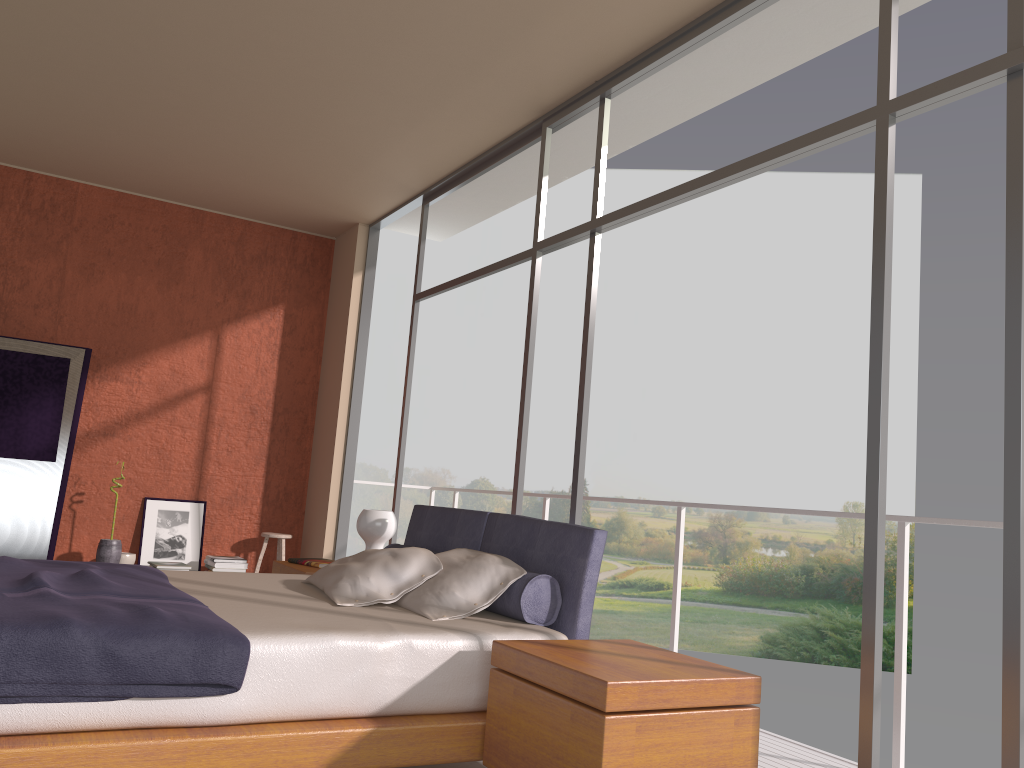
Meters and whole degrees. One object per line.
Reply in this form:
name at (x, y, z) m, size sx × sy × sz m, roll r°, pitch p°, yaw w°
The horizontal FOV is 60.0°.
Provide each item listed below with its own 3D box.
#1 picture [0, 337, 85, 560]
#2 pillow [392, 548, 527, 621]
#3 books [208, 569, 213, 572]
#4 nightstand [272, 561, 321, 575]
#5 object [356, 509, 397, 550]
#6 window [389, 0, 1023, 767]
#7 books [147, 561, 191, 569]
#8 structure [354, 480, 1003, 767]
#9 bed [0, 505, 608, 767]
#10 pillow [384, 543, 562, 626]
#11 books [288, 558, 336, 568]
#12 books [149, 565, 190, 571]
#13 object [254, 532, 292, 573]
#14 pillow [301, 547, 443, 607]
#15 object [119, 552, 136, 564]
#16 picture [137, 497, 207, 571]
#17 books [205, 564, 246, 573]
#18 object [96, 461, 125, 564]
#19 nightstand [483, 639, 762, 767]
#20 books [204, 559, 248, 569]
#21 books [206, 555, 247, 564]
picture at (-3.564, 0.412, 5.903) m, size 1.129 × 1.496 × 0.126 m, roll 9°, pitch -9°, yaw -29°
pillow at (-0.279, 0.805, 3.602) m, size 0.400 × 0.265 × 0.791 m, roll 8°, pitch -8°, yaw -26°
books at (-2.158, 1.414, 6.668) m, size 0.247 × 0.025 × 0.287 m, roll 7°, pitch -8°, yaw -19°
nightstand at (-1.010, 1.313, 4.976) m, size 0.562 × 0.556 × 0.628 m, roll 9°, pitch -9°, yaw -29°
object at (-0.763, 0.874, 4.946) m, size 0.224 × 0.338 × 0.224 m, roll 7°, pitch -8°, yaw -18°
window at (0.748, -0.017, 3.624) m, size 0.075 × 3.133 × 6.106 m, roll 9°, pitch -9°, yaw -29°
books at (-2.518, 1.333, 6.519) m, size 0.247 × 0.018 × 0.328 m, roll 10°, pitch -9°, yaw -32°
structure at (0.916, 1.024, 3.858) m, size 0.728 × 1.005 × 7.689 m, roll 9°, pitch -9°, yaw -29°
bed at (-1.154, 0.898, 3.418) m, size 2.462 × 0.959 × 2.017 m, roll 9°, pitch -9°, yaw -29°
pillow at (-0.243, 0.862, 3.934) m, size 0.205 × 0.201 × 1.470 m, roll 9°, pitch -9°, yaw -29°
books at (-1.096, 1.026, 5.081) m, size 0.287 × 0.025 × 0.247 m, roll -2°, pitch -10°, yaw 41°
books at (-2.516, 1.353, 6.512) m, size 0.247 × 0.025 × 0.287 m, roll 9°, pitch -9°, yaw -27°
object at (-1.869, 1.363, 7.024) m, size 0.260 × 0.349 × 0.257 m, roll 0°, pitch -9°, yaw 29°
pillow at (-0.618, 0.816, 3.819) m, size 0.431 × 0.264 × 0.869 m, roll 8°, pitch -8°, yaw -22°
object at (-2.872, 1.316, 6.529) m, size 0.179 × 0.137 × 0.180 m, roll 7°, pitch -8°, yaw -17°
picture at (-2.608, 1.164, 6.814) m, size 0.458 × 0.550 × 0.117 m, roll 9°, pitch -9°, yaw -29°
books at (-2.162, 1.389, 6.690) m, size 0.247 × 0.027 × 0.328 m, roll 9°, pitch -9°, yaw -28°
object at (-2.859, 0.956, 6.371) m, size 0.165 × 0.810 × 0.165 m, roll 6°, pitch -8°, yaw -6°
nightstand at (0.313, 1.118, 2.699) m, size 0.562 × 0.556 × 0.628 m, roll 9°, pitch -9°, yaw -29°
books at (-2.160, 1.357, 6.694) m, size 0.247 × 0.038 × 0.319 m, roll 9°, pitch -9°, yaw -32°
books at (-2.160, 1.326, 6.704) m, size 0.247 × 0.025 × 0.287 m, roll 9°, pitch -9°, yaw -29°
